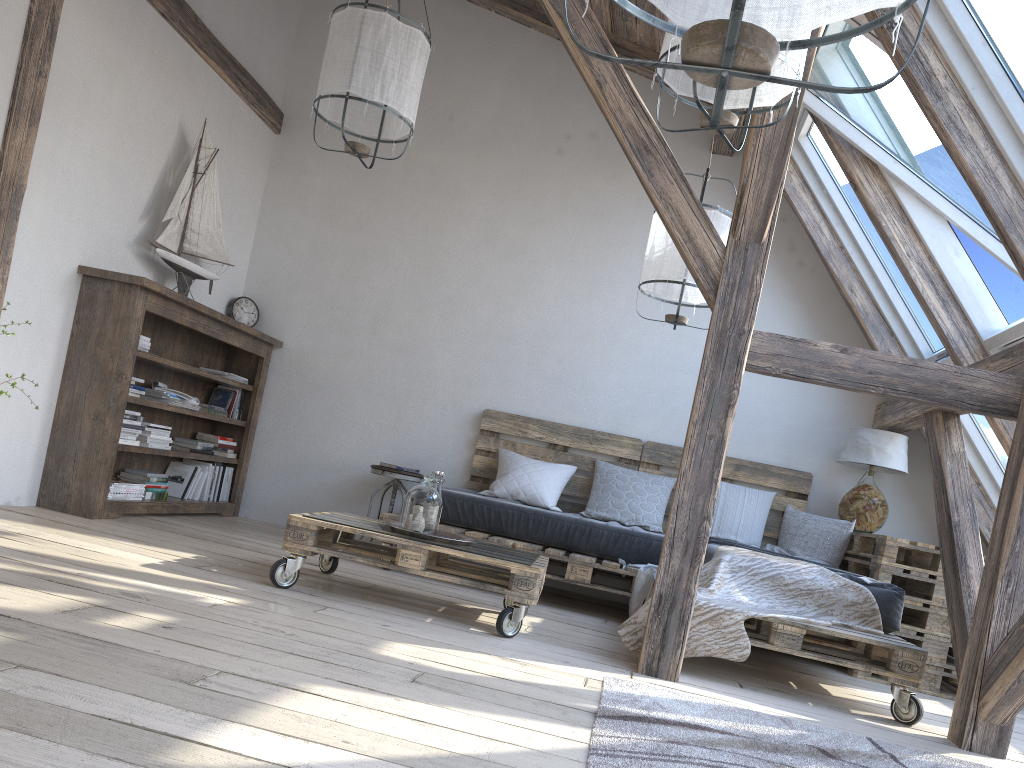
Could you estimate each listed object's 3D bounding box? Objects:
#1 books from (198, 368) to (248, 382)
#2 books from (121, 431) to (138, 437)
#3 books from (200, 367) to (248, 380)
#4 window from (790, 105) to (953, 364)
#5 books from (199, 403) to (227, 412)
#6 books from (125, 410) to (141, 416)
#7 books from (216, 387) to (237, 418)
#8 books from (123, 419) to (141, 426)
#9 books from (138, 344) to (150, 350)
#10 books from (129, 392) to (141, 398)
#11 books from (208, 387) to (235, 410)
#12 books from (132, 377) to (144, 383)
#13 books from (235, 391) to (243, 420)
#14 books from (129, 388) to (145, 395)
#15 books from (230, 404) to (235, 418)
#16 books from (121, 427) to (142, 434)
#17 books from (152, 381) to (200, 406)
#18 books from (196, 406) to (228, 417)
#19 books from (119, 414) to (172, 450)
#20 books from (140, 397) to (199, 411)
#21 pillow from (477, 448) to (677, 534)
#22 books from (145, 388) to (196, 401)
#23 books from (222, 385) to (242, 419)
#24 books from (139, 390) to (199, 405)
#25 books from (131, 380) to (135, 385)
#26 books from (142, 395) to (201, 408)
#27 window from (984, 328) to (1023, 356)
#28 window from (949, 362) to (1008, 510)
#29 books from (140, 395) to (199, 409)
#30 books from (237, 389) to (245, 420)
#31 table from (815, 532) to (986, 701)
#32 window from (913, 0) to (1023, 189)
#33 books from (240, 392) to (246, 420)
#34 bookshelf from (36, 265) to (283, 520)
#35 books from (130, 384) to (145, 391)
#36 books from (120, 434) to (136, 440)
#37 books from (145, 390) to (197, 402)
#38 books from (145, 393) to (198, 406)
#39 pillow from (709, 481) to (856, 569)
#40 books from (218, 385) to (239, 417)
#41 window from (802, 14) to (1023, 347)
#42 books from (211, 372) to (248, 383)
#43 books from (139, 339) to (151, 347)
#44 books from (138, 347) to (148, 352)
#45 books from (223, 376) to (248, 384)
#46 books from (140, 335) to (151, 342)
[{"bbox_3d":[-1.794,-0.057,5.451,0.203,0.009,0.261,10,-7,16],"label":"books"},{"bbox_3d":[-2.017,0.233,4.438,0.156,0.017,0.221,11,-6,9],"label":"books"},{"bbox_3d":[-1.786,-0.063,5.462,0.204,0.009,0.260,11,-6,6],"label":"books"},{"bbox_3d":[1.875,-0.803,4.480,1.092,1.274,0.861,11,-2,9],"label":"window"},{"bbox_3d":[-1.851,0.136,5.350,0.149,0.021,0.207,10,-6,13],"label":"books"},{"bbox_3d":[-1.983,0.131,4.427,0.139,0.018,0.186,11,-6,9],"label":"books"},{"bbox_3d":[-1.820,0.117,5.536,0.139,0.176,0.059,12,0,7],"label":"books"},{"bbox_3d":[-1.996,0.178,4.435,0.157,0.021,0.220,11,-6,4],"label":"books"},{"bbox_3d":[-1.932,-0.206,4.417,0.139,0.018,0.186,11,-6,9],"label":"books"},{"bbox_3d":[-1.991,0.038,4.456,0.139,0.020,0.186,11,-6,4],"label":"books"},{"bbox_3d":[-1.828,0.114,5.504,0.131,0.172,0.082,12,-1,9],"label":"books"},{"bbox_3d":[-1.976,-0.038,4.455,0.139,0.018,0.186,11,-6,9],"label":"books"},{"bbox_3d":[-1.808,0.125,5.635,0.139,0.185,0.020,12,1,8],"label":"books"},{"bbox_3d":[-1.989,0.019,4.451,0.156,0.017,0.221,11,-6,9],"label":"books"},{"bbox_3d":[-1.819,0.125,5.595,0.116,0.172,0.018,12,1,8],"label":"books"},{"bbox_3d":[-2.000,0.217,4.425,0.156,0.017,0.222,10,-6,14],"label":"books"},{"bbox_3d":[-1.868,0.056,4.902,0.222,0.088,0.261,13,-6,-11],"label":"books"},{"bbox_3d":[-1.860,0.162,5.358,0.161,0.030,0.221,11,-6,12],"label":"books"},{"bbox_3d":[-2.000,0.234,4.597,0.205,0.151,0.554,11,-6,9],"label":"books"},{"bbox_3d":[-1.895,0.109,4.860,0.203,0.009,0.261,10,-7,17],"label":"books"},{"bbox_3d":[0.396,0.599,5.223,1.125,0.355,0.353,11,-3,8],"label":"pillow"},{"bbox_3d":[-1.909,0.052,4.850,0.203,0.009,0.261,9,-7,20],"label":"books"},{"bbox_3d":[-1.808,0.115,5.615,0.134,0.201,0.021,12,1,8],"label":"books"},{"bbox_3d":[-1.893,0.074,4.862,0.203,0.009,0.261,10,-7,16],"label":"books"},{"bbox_3d":[-1.979,-0.019,4.449,0.134,0.021,0.198,15,-7,-25],"label":"books"},{"bbox_3d":[-1.886,0.096,4.882,0.204,0.009,0.260,11,-6,11],"label":"books"},{"bbox_3d":[2.467,0.417,3.443,1.092,1.274,0.861,11,-2,9],"label":"window"},{"bbox_3d":[2.597,0.547,4.354,1.092,1.274,0.861,11,-2,9],"label":"window"},{"bbox_3d":[-1.892,0.102,4.868,0.203,0.009,0.261,10,-6,14],"label":"books"},{"bbox_3d":[-1.795,0.123,5.654,0.135,0.200,0.021,12,1,8],"label":"books"},{"bbox_3d":[2.109,1.202,4.681,0.672,0.699,1.025,11,-4,9],"label":"table"},{"bbox_3d":[1.616,-1.063,2.658,1.092,1.274,0.861,11,-2,9],"label":"window"},{"bbox_3d":[-1.801,0.132,5.683,0.139,0.185,0.020,12,1,8],"label":"books"},{"bbox_3d":[-1.893,0.156,4.960,0.347,1.170,1.638,12,-4,10],"label":"bookshelf"},{"bbox_3d":[-1.986,-0.001,4.444,0.145,0.020,0.211,9,-7,24],"label":"books"},{"bbox_3d":[-2.026,0.251,4.433,0.157,0.021,0.221,11,-6,9],"label":"books"},{"bbox_3d":[-1.905,0.062,4.855,0.203,0.009,0.261,10,-7,16],"label":"books"},{"bbox_3d":[-1.902,0.080,4.851,0.203,0.009,0.262,9,-7,25],"label":"books"},{"bbox_3d":[1.469,0.794,5.099,0.959,0.398,0.391,9,-3,25],"label":"pillow"},{"bbox_3d":[-1.819,0.111,5.562,0.138,0.191,0.050,12,0,8],"label":"books"},{"bbox_3d":[1.790,-0.925,3.562,1.345,1.274,0.861,11,-2,9],"label":"window"},{"bbox_3d":[-1.783,-0.042,5.484,0.204,0.009,0.259,12,-6,1],"label":"books"},{"bbox_3d":[-1.946,-0.230,4.417,0.157,0.021,0.221,11,-6,9],"label":"books"},{"bbox_3d":[-1.954,-0.193,4.420,0.157,0.017,0.221,11,-6,4],"label":"books"},{"bbox_3d":[-1.786,-0.036,5.470,0.204,0.009,0.260,11,-6,4],"label":"books"},{"bbox_3d":[-1.948,-0.254,4.418,0.157,0.021,0.221,11,-6,9],"label":"books"}]
